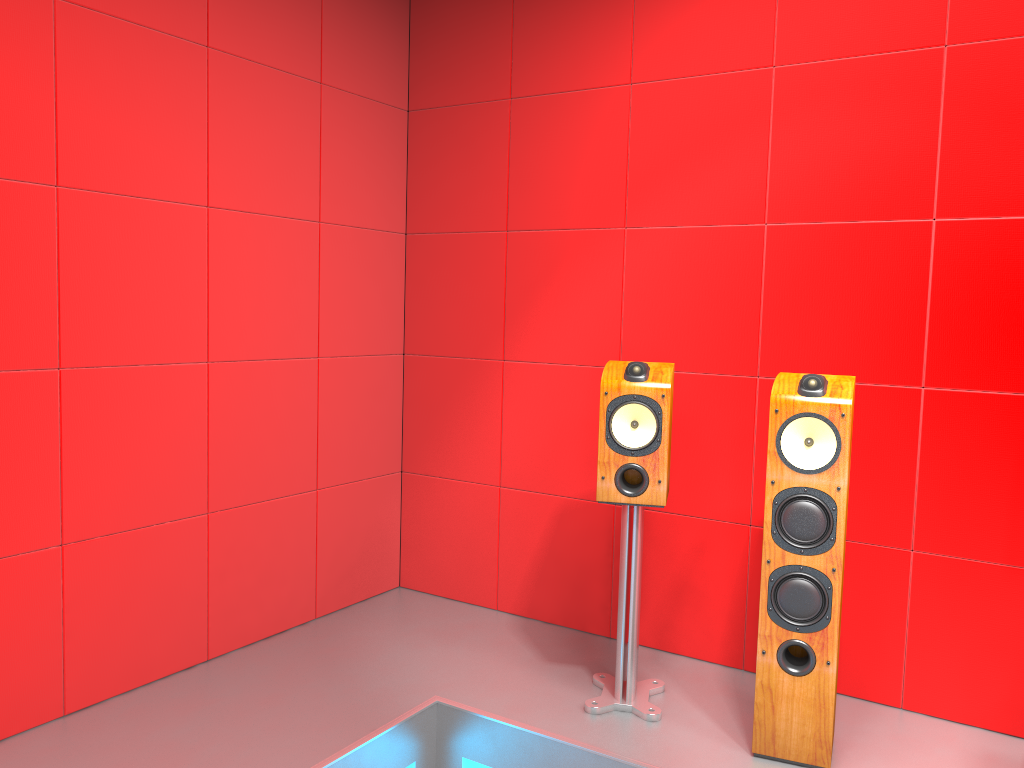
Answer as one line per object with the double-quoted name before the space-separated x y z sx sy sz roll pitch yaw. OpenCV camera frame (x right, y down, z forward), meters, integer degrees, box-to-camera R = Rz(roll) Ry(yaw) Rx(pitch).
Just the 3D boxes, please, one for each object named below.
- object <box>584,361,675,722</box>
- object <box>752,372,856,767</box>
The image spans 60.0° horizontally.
"object" 0.369 0.456 2.718 0.231 1.058 0.265 3 5 12
"object" 0.805 0.494 2.444 0.203 1.052 0.238 4 5 22
